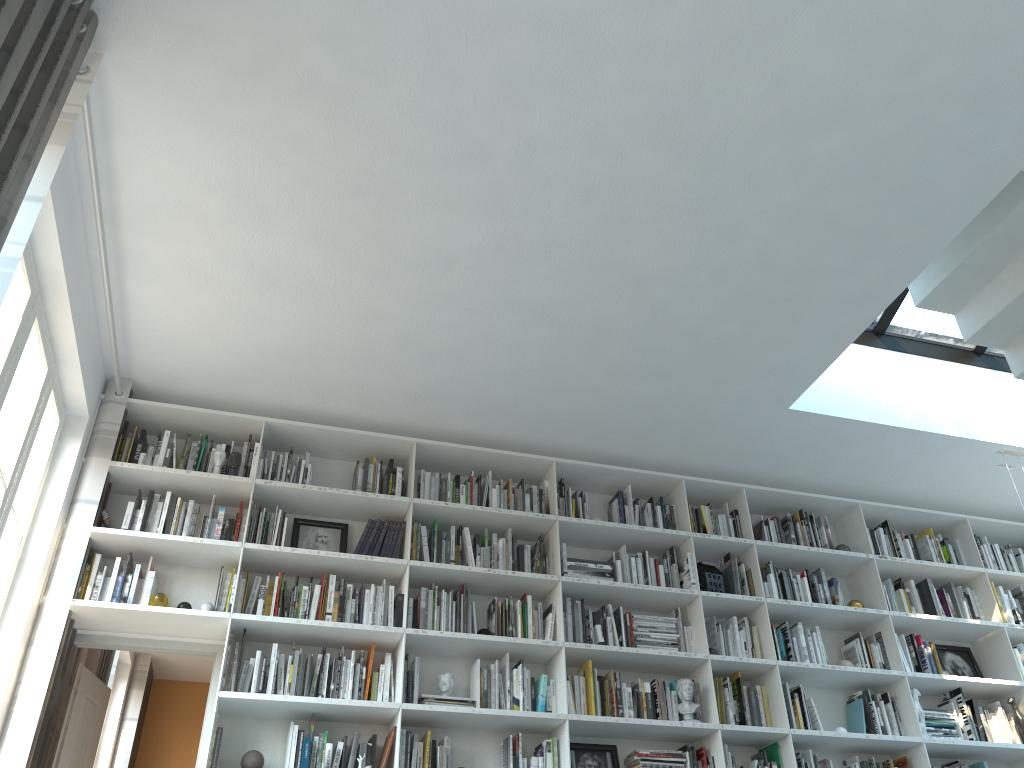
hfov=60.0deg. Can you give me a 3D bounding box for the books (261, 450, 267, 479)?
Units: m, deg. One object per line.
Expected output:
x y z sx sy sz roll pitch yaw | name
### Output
-1.384 0.517 4.902 0.007 0.257 0.157 9 -36 -14 | books

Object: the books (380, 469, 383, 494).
-0.763 0.627 5.071 0.013 0.253 0.130 9 -36 -14 | books

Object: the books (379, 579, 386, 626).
-0.691 1.194 4.642 0.012 0.289 0.183 9 -36 -14 | books

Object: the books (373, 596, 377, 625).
-0.731 1.233 4.625 0.013 0.205 0.173 9 -36 -14 | books

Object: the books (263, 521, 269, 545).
-1.316 0.851 4.707 0.012 0.213 0.132 9 -36 -14 | books

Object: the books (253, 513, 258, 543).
-1.364 0.823 4.686 0.005 0.236 0.155 9 -36 -14 | books

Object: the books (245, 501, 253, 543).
-1.394 0.787 4.682 0.005 0.291 0.185 9 -36 -14 | books

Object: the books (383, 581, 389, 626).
-0.678 1.204 4.655 0.022 0.287 0.170 9 -36 -14 | books

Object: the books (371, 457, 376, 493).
-0.807 0.591 5.077 0.014 0.319 0.137 9 -36 -14 | books

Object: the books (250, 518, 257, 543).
-1.373 0.835 4.673 0.015 0.205 0.173 9 -36 -14 | books

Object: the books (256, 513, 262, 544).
-1.343 0.822 4.676 0.009 0.227 0.185 9 -36 -14 | books

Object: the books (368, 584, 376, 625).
-0.745 1.200 4.626 0.022 0.261 0.175 9 -36 -14 | books

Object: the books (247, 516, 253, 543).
-1.397 0.832 4.692 0.006 0.231 0.136 9 -36 -14 | books

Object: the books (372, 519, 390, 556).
-0.738 0.900 4.848 0.097 0.281 0.175 9 -36 -14 | books

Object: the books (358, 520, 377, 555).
-0.816 0.902 4.844 0.110 0.278 0.175 9 -36 -14 | books

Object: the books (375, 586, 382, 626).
-0.716 1.217 4.653 0.024 0.264 0.156 9 -36 -14 | books

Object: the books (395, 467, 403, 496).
-0.664 0.628 5.075 0.031 0.253 0.179 9 -36 -14 | books

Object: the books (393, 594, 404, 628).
-0.606 1.233 4.624 0.039 0.201 0.237 9 -36 -14 | books

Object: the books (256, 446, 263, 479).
-1.408 0.504 4.906 0.007 0.283 0.160 9 -36 -14 | books

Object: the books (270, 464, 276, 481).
-1.331 0.555 4.902 0.017 0.192 0.130 9 -36 -14 | books

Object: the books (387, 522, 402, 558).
-0.669 0.921 4.884 0.078 0.284 0.175 9 -36 -14 | books

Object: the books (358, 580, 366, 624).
-0.792 1.189 4.624 0.012 0.279 0.189 9 -36 -14 | books

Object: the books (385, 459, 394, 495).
-0.710 0.597 5.067 0.025 0.295 0.164 9 -36 -14 | books

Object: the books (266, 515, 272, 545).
-1.292 0.832 4.683 0.018 0.217 0.187 9 -36 -14 | books

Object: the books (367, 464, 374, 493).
-0.820 0.602 5.030 0.028 0.247 0.156 9 -36 -14 | books

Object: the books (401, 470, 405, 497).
-0.634 0.642 5.094 0.039 0.250 0.147 9 -36 -14 | books

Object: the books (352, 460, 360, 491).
-0.895 0.590 5.035 0.013 0.276 0.151 9 -36 -14 | books

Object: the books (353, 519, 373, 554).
-0.835 0.893 4.831 0.110 0.278 0.175 9 -36 -14 | books

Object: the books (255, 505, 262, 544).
-1.355 0.805 4.704 0.006 0.287 0.145 9 -36 -14 | books

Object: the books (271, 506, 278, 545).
-1.273 0.815 4.714 0.005 0.279 0.191 9 -36 -14 | books

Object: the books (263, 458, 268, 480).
-1.365 0.539 4.893 0.032 0.209 0.159 9 -36 -14 | books

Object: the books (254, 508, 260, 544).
-1.359 0.807 4.698 0.005 0.276 0.147 9 -36 -14 | books

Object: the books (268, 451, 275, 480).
-1.341 0.522 4.903 0.012 0.248 0.181 9 -36 -14 | books

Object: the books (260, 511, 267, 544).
-1.325 0.824 4.698 0.010 0.248 0.167 9 -36 -14 | books

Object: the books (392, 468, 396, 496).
-0.693 0.628 5.081 0.022 0.259 0.153 9 -36 -14 | books

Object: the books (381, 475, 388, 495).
-0.736 0.642 5.038 0.027 0.189 0.178 9 -36 -14 | books

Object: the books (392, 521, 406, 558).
-0.643 0.917 4.879 0.078 0.284 0.175 9 -36 -14 | books

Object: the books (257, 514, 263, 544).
-1.334 0.823 4.666 0.004 0.213 0.187 9 -36 -14 | books

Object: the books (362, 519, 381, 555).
-0.789 0.895 4.835 0.110 0.278 0.175 9 -36 -14 | books

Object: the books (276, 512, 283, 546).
-1.243 0.832 4.712 0.011 0.248 0.169 9 -36 -14 | books

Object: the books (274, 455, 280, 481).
-1.312 0.536 4.902 0.013 0.223 0.178 9 -36 -14 | books

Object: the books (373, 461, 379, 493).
-0.790 0.600 5.057 0.013 0.282 0.167 9 -36 -14 | books

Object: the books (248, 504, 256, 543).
-1.383 0.798 4.691 0.006 0.285 0.149 9 -36 -14 | books

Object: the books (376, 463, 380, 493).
-0.776 0.603 5.045 0.010 0.262 0.157 9 -36 -14 | books

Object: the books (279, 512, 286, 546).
-1.231 0.831 4.715 0.012 0.253 0.167 9 -36 -14 | books

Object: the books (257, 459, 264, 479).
-1.393 0.534 4.879 0.017 0.203 0.143 9 -36 -14 | books

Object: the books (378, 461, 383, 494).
-0.766 0.601 5.051 0.011 0.273 0.184 9 -36 -14 | books

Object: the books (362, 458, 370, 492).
-0.845 0.586 5.034 0.024 0.278 0.189 9 -36 -14 | books

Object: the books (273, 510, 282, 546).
-1.256 0.821 4.703 0.023 0.256 0.184 9 -36 -14 | books

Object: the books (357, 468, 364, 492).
-0.871 0.610 5.014 0.028 0.217 0.154 9 -36 -14 | books

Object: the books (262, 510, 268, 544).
-1.312 0.814 4.682 0.004 0.244 0.190 9 -36 -14 | books

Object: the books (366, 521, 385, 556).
-0.773 0.909 4.855 0.110 0.278 0.175 9 -36 -14 | books

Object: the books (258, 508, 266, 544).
-1.332 0.813 4.691 0.009 0.258 0.185 9 -36 -14 | books

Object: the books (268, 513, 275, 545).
-1.284 0.829 4.702 0.019 0.242 0.154 9 -36 -14 | books

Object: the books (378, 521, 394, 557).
-0.712 0.914 4.873 0.078 0.284 0.175 9 -36 -14 | books

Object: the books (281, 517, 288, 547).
-1.217 0.845 4.700 0.012 0.212 0.186 9 -36 -14 | books

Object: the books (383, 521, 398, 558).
-0.692 0.920 4.882 0.078 0.284 0.175 9 -36 -14 | books

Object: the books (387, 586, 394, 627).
-0.650 1.217 4.653 0.035 0.262 0.178 9 -36 -14 | books

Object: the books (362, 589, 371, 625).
-0.770 1.210 4.611 0.030 0.229 0.173 9 -36 -14 | books
